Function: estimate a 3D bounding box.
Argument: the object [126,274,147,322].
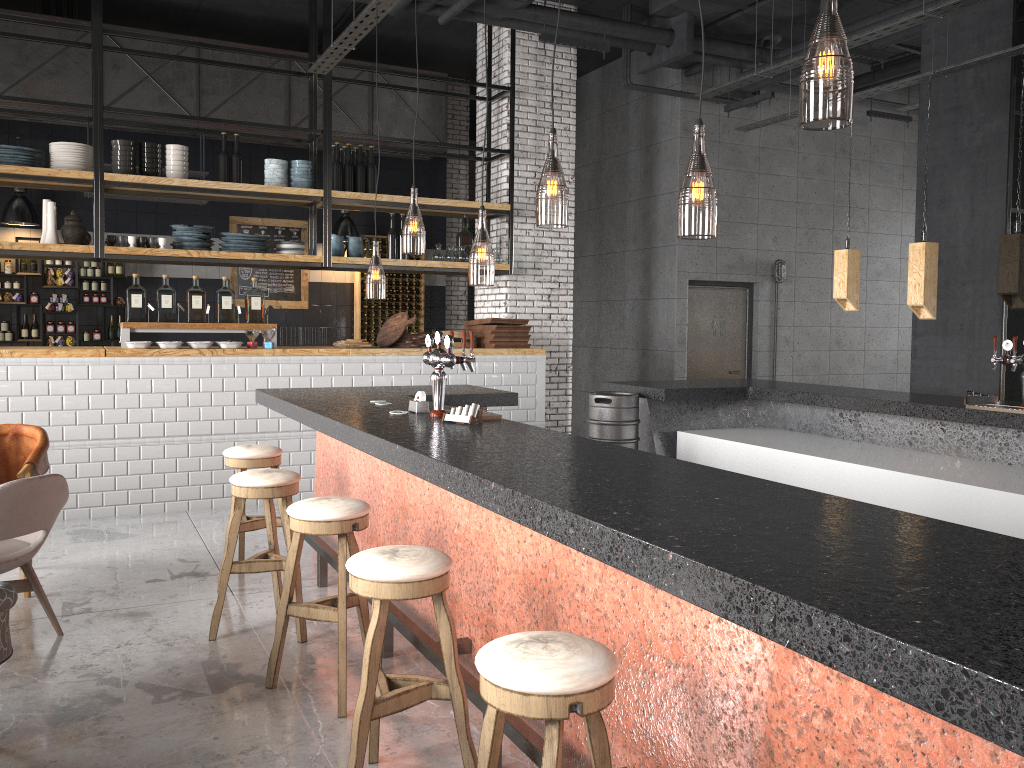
[{"bbox_3d":[-3.148,-0.719,7.427,0.154,0.404,0.154,-1,3,-26],"label":"object"}]

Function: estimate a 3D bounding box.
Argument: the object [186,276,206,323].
[{"bbox_3d":[-2.722,-0.728,7.636,0.154,0.404,0.154,-1,3,-26],"label":"object"}]

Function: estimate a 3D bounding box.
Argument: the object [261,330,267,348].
[{"bbox_3d":[-2.115,-0.392,7.675,0.112,0.165,0.122,2,3,28],"label":"object"}]

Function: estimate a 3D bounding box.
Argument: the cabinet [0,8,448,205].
[{"bbox_3d":[-3.581,-2.916,9.984,5.864,1.767,0.682,-1,3,-26],"label":"cabinet"}]

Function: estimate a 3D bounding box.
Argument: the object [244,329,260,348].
[{"bbox_3d":[-2.217,-0.386,7.562,0.122,0.165,0.112,1,3,8],"label":"object"}]

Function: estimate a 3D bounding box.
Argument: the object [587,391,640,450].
[{"bbox_3d":[0.759,0.584,6.670,0.399,1.034,0.398,1,3,9],"label":"object"}]

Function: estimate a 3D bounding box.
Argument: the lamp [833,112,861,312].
[{"bbox_3d":[2.453,-1.304,6.457,0.127,1.545,0.127,-1,3,-26],"label":"lamp"}]

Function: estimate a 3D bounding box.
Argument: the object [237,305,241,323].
[{"bbox_3d":[-2.379,-0.609,7.719,0.024,0.163,0.062,-1,3,-36],"label":"object"}]

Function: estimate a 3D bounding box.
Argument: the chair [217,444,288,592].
[{"bbox_3d":[-1.567,0.765,5.207,0.481,0.805,0.439,3,3,33],"label":"chair"}]

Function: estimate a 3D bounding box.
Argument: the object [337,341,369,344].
[{"bbox_3d":[-1.476,-0.386,8.137,0.230,0.016,0.557,-1,4,-20],"label":"object"}]

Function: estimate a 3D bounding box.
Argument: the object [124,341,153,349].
[{"bbox_3d":[-3.013,-0.313,7.151,0.216,0.055,0.324,-1,4,-26],"label":"object"}]

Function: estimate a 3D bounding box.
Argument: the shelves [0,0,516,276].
[{"bbox_3d":[-2.654,-2.603,7.903,5.677,3.063,0.598,-1,3,-26],"label":"shelves"}]

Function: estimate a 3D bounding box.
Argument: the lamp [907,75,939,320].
[{"bbox_3d":[2.738,-1.232,5.875,0.127,1.605,0.127,-1,3,-26],"label":"lamp"}]

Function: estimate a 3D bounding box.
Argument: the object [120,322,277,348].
[{"bbox_3d":[-2.697,-0.252,7.673,1.250,0.551,0.315,-1,3,-26],"label":"object"}]

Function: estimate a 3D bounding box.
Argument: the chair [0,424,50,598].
[{"bbox_3d":[-2.955,0.716,5.101,0.681,0.928,0.644,0,3,-4],"label":"chair"}]

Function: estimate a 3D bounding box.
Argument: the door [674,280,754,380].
[{"bbox_3d":[2.488,-0.210,10.913,1.120,2.101,0.158,-1,3,-26],"label":"door"}]

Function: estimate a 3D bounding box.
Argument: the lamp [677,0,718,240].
[{"bbox_3d":[0.517,-1.131,2.407,0.108,1.460,0.108,3,3,36],"label":"lamp"}]

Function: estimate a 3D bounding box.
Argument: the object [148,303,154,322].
[{"bbox_3d":[-3.023,-0.595,7.405,0.080,0.163,0.032,3,3,35],"label":"object"}]

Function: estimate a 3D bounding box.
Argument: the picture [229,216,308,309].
[{"bbox_3d":[-3.081,-1.528,11.270,0.980,1.141,0.021,-1,3,-26],"label":"picture"}]

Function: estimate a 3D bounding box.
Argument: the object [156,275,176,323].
[{"bbox_3d":[-2.936,-0.723,7.522,0.154,0.404,0.154,-1,3,-26],"label":"object"}]

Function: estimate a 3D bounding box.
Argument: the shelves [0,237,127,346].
[{"bbox_3d":[-5.310,-0.899,10.021,1.761,1.481,0.157,-1,3,-26],"label":"shelves"}]

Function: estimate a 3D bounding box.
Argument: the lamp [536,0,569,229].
[{"bbox_3d":[0.141,-1.319,2.906,0.108,1.597,0.108,1,3,6],"label":"lamp"}]

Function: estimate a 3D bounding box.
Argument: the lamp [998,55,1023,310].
[{"bbox_3d":[3.024,-1.220,5.290,0.127,1.545,0.127,-1,3,-26],"label":"lamp"}]

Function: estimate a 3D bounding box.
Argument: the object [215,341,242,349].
[{"bbox_3d":[-2.377,-0.328,7.454,0.216,0.060,0.324,-1,4,-26],"label":"object"}]

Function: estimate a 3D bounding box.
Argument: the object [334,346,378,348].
[{"bbox_3d":[-1.419,-0.341,8.120,0.407,0.019,0.458,2,4,16],"label":"object"}]

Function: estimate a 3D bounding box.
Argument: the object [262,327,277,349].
[{"bbox_3d":[-2.068,-0.396,7.556,0.128,0.189,0.123,0,3,-17],"label":"object"}]

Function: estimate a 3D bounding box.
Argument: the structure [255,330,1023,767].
[{"bbox_3d":[1.480,0.526,4.319,4.311,1.532,5.882,-1,4,-26],"label":"structure"}]

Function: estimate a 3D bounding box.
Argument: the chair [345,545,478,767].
[{"bbox_3d":[-0.404,0.936,2.826,0.481,0.805,0.439,3,4,38],"label":"chair"}]

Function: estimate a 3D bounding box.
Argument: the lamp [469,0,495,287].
[{"bbox_3d":[-0.114,-1.196,3.566,0.108,1.597,0.108,-2,4,-44],"label":"lamp"}]

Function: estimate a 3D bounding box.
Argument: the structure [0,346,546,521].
[{"bbox_3d":[-2.614,0.336,7.993,5.801,1.344,1.512,-1,4,-26],"label":"structure"}]

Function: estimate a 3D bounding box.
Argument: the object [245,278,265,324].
[{"bbox_3d":[-2.280,-0.737,7.852,0.154,0.404,0.154,-1,3,-26],"label":"object"}]

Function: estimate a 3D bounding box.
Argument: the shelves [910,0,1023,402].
[{"bbox_3d":[5.257,-1.569,5.203,1.003,4.362,6.153,-1,4,-26],"label":"shelves"}]

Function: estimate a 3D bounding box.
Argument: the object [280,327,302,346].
[{"bbox_3d":[-1.959,-0.423,7.855,0.181,0.168,0.170,0,3,-16],"label":"object"}]

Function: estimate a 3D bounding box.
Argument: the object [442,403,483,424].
[{"bbox_3d":[-0.229,0.131,4.075,0.178,0.091,0.091,4,4,39],"label":"object"}]

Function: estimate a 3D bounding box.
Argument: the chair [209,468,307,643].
[{"bbox_3d":[-1.183,0.828,4.329,0.439,0.805,0.481,3,4,38],"label":"chair"}]

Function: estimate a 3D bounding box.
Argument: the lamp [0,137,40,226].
[{"bbox_3d":[-5.424,-2.233,9.762,0.390,0.936,0.391,-1,3,-24],"label":"lamp"}]

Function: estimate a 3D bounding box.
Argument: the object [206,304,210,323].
[{"bbox_3d":[-2.611,-0.606,7.631,0.031,0.163,0.046,1,3,-1],"label":"object"}]

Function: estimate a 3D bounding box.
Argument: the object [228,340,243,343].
[{"bbox_3d":[-2.304,-0.353,7.386,0.203,0.021,0.039,4,5,41],"label":"object"}]

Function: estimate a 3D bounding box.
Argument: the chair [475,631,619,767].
[{"bbox_3d":[0.052,1.015,2.164,0.439,0.805,0.481,3,4,43],"label":"chair"}]

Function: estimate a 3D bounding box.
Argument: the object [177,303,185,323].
[{"bbox_3d":[-2.816,-0.601,7.524,0.039,0.163,0.077,2,3,19],"label":"object"}]

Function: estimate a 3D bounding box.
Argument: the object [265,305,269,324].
[{"bbox_3d":[-2.160,-0.613,7.823,0.034,0.163,0.061,1,3,7],"label":"object"}]

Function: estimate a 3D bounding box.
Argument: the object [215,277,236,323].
[{"bbox_3d":[-2.501,-0.732,7.739,0.154,0.404,0.154,-1,3,-26],"label":"object"}]

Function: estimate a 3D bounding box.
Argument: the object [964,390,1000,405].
[{"bbox_3d":[2.808,0.085,5.298,0.178,0.091,0.091,4,4,39],"label":"object"}]

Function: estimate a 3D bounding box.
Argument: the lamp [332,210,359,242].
[{"bbox_3d":[-2.133,-2.299,11.333,0.390,0.936,0.391,-1,3,-24],"label":"lamp"}]

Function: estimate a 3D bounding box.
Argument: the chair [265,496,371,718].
[{"bbox_3d":[-0.802,0.874,3.694,0.439,0.805,0.481,1,3,13],"label":"chair"}]

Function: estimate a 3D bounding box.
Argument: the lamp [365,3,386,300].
[{"bbox_3d":[-0.713,-1.246,4.657,0.108,1.597,0.108,1,3,6],"label":"lamp"}]

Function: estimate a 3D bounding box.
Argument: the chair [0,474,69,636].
[{"bbox_3d":[-2.478,0.820,4.111,0.802,0.849,0.771,2,3,23],"label":"chair"}]

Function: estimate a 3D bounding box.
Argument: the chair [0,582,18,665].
[{"bbox_3d":[-1.468,0.936,2.039,0.644,0.928,0.682,2,3,18],"label":"chair"}]

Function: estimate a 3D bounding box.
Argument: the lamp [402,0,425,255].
[{"bbox_3d":[-0.452,-1.406,4.118,0.108,1.597,0.108,1,3,6],"label":"lamp"}]

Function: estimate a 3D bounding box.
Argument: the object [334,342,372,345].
[{"bbox_3d":[-1.484,-0.372,8.132,0.215,0.013,0.521,-2,4,-30],"label":"object"}]

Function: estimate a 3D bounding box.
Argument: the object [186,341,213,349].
[{"bbox_3d":[-2.592,-0.323,7.366,0.216,0.055,0.324,-1,4,-26],"label":"object"}]

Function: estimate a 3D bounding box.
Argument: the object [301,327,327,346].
[{"bbox_3d":[-1.794,-0.433,8.037,0.170,0.168,0.181,4,4,44],"label":"object"}]

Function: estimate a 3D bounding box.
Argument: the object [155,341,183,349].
[{"bbox_3d":[-2.798,-0.319,7.242,0.216,0.059,0.324,-1,4,-26],"label":"object"}]

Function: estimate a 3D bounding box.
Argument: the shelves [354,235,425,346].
[{"bbox_3d":[-1.629,-0.868,11.773,0.889,2.146,0.251,-1,3,-26],"label":"shelves"}]

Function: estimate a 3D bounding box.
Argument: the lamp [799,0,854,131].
[{"bbox_3d":[0.668,-1.341,1.828,0.108,1.597,0.108,1,3,6],"label":"lamp"}]

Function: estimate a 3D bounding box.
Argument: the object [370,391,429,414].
[{"bbox_3d":[-0.668,0.072,4.778,0.200,0.106,0.767,-1,4,-26],"label":"object"}]

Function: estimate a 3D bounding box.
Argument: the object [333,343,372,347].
[{"bbox_3d":[-1.480,-0.360,8.141,0.276,0.019,0.514,-1,4,-21],"label":"object"}]
